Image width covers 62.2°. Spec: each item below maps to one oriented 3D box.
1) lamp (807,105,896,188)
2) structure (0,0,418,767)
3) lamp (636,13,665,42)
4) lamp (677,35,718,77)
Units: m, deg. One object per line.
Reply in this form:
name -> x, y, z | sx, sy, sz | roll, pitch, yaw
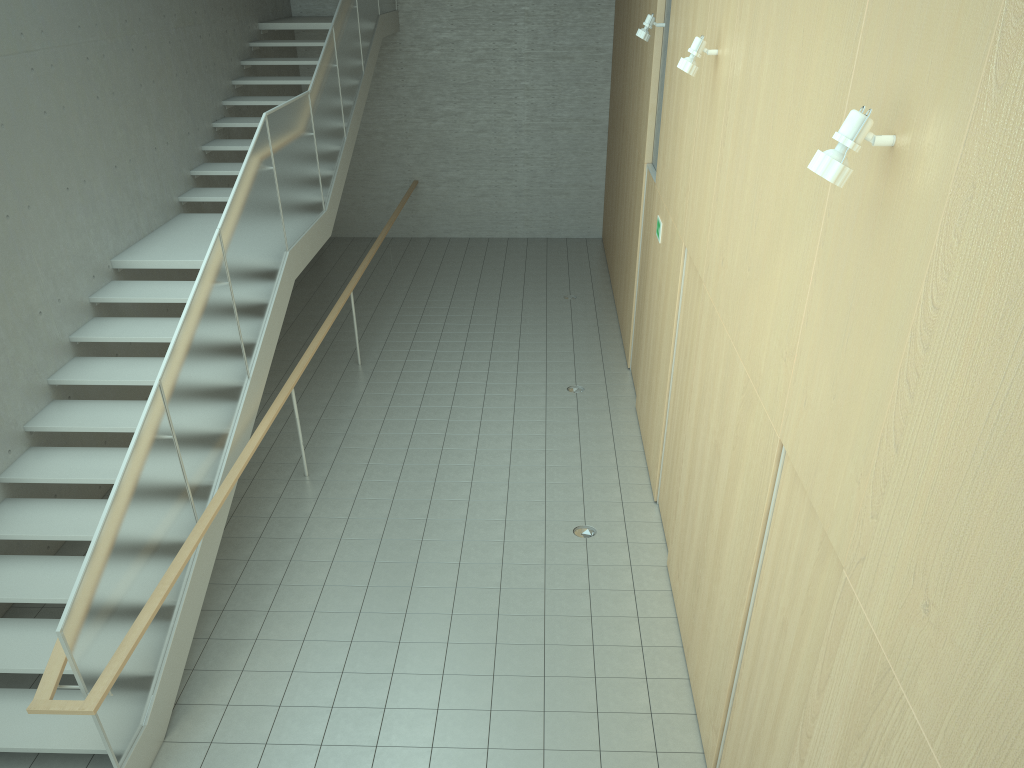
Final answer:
lamp -> 0.949, -0.664, 2.380 | 0.229, 0.226, 0.123 | -8, 32, -14
structure -> -2.668, -1.865, 8.240 | 1.886, 4.897, 10.932 | 1, 27, 2
lamp -> 1.155, -2.989, 7.125 | 0.229, 0.226, 0.123 | -8, 32, -14
lamp -> 1.055, -1.865, 4.832 | 0.229, 0.226, 0.123 | -8, 32, -14
